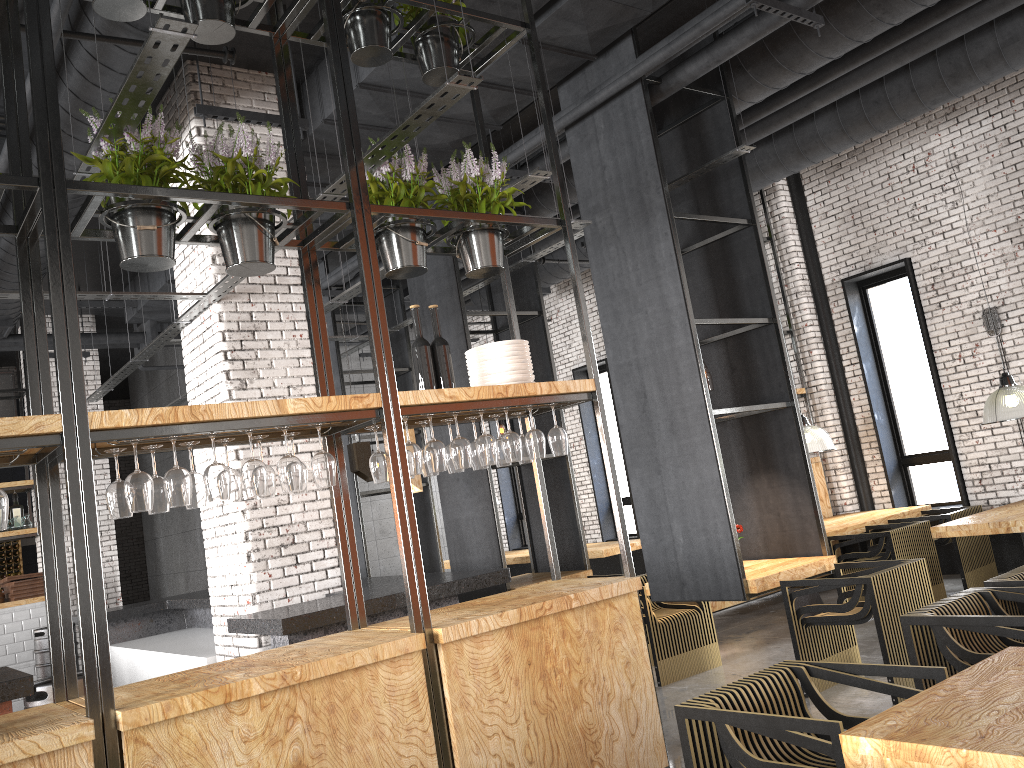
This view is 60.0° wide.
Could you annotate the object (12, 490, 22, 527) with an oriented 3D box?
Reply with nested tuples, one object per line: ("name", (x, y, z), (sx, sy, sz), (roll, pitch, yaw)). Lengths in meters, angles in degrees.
("object", (-6.284, 1.594, 11.239), (0.141, 0.552, 0.096), (-4, -10, -33))

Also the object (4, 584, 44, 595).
("object", (-5.865, 2.478, 10.710), (0.405, 0.044, 0.634), (-3, -10, -41))

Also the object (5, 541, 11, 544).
("object", (-7.717, 2.399, 13.574), (0.079, 0.079, 0.282), (-3, -10, -37))

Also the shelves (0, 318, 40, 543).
("shelves", (-8.536, 0.588, 9.777), (5.680, 3.075, 0.595), (-4, -10, -37))

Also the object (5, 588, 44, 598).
("object", (-5.858, 2.521, 10.703), (0.405, 0.044, 0.633), (-4, -9, -35))

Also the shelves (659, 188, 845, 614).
("shelves", (2.186, -0.116, 9.697), (2.334, 5.034, 0.687), (-3, -11, -37))

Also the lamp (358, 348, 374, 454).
("lamp", (-1.744, 0.318, 10.666), (0.108, 1.603, 0.108), (-9, -9, -6))

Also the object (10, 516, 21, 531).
("object", (-6.195, 1.743, 11.054), (0.118, 0.181, 0.118), (-15, -10, 35))

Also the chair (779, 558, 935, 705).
("chair", (2.208, 1.532, 5.559), (0.657, 0.732, 0.636), (-3, -10, -39))

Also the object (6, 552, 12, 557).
("object", (-7.674, 2.602, 13.531), (0.079, 0.079, 0.282), (-3, -10, -37))

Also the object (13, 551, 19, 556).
("object", (-7.611, 2.601, 13.604), (0.079, 0.079, 0.282), (-3, -10, -37))

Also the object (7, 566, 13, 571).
("object", (-7.648, 2.810, 13.511), (0.079, 0.079, 0.282), (-3, -10, -37))

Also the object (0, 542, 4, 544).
("object", (-7.794, 2.405, 13.520), (0.079, 0.079, 0.282), (-3, -10, -37))

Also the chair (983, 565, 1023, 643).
("chair", (2.850, 1.260, 4.312), (0.657, 0.732, 0.636), (-3, -10, -38))

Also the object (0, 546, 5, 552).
("object", (-7.766, 2.504, 13.489), (0.079, 0.079, 0.282), (-3, -10, -37))

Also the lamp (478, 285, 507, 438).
("lamp", (-0.207, -0.209, 8.628), (0.108, 1.603, 0.108), (-11, -9, 9))

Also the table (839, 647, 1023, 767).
("table", (1.610, 1.169, 2.189), (0.997, 0.765, 0.997), (-3, -10, -37))

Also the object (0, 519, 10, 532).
("object", (-6.280, 1.746, 10.966), (0.118, 0.181, 0.118), (-14, -9, 28))

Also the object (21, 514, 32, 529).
("object", (-6.067, 1.726, 11.088), (0.118, 0.181, 0.118), (-7, -8, -14))

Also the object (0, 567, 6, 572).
("object", (-7.714, 2.812, 13.442), (0.079, 0.079, 0.282), (-3, -10, -37))

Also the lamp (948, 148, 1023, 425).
("lamp", (3.992, -0.881, 7.538), (0.536, 2.413, 0.535), (-9, -8, -2))

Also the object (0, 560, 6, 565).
("object", (-7.718, 2.705, 13.439), (0.079, 0.079, 0.282), (-3, -10, -37))

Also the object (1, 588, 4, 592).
("object", (-7.671, 3.124, 13.407), (0.079, 0.080, 0.280), (-3, -10, -38))

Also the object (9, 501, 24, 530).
("object", (-6.274, 1.670, 11.232), (0.157, 0.407, 0.105), (-4, -10, -33))

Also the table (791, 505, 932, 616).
("table", (3.248, 1.774, 8.834), (2.117, 0.765, 0.997), (-4, -10, -37))

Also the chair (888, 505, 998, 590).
("chair", (4.145, 1.603, 8.545), (0.657, 0.732, 0.636), (-3, -10, -39))

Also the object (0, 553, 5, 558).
("object", (-7.737, 2.603, 13.458), (0.079, 0.079, 0.282), (-3, -10, -37))

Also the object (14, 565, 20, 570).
("object", (-7.553, 2.798, 13.542), (0.079, 0.079, 0.282), (-3, -10, -37))

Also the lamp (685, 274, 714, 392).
("lamp", (1.301, -0.726, 6.627), (0.108, 1.603, 0.108), (-13, -9, 24))

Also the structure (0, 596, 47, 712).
("structure", (-7.977, 3.449, 9.309), (5.803, 1.350, 1.506), (-4, -10, -37))

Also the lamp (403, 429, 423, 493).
("lamp", (-0.818, -0.010, 6.158), (0.127, 1.551, 0.127), (-3, -11, -37))

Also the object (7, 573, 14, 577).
("object", (-7.608, 2.905, 13.465), (0.079, 0.080, 0.280), (-3, -10, -38))

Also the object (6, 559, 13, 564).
("object", (-7.666, 2.708, 13.527), (0.079, 0.079, 0.282), (-3, -10, -37))

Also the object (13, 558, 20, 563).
("object", (-7.582, 2.699, 13.572), (0.079, 0.079, 0.282), (-3, -10, -37))

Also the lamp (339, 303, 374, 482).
("lamp", (-1.213, 0.047, 6.677), (0.127, 1.399, 0.127), (-3, -11, -37))

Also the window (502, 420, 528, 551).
("window", (0.154, 1.513, 15.337), (0.365, 2.707, 0.746), (-3, -11, -37))

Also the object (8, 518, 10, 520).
("object", (-7.754, 2.085, 13.602), (0.079, 0.079, 0.282), (-3, -10, -37))

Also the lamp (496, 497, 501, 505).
("lamp", (-0.631, 0.680, 13.487), (0.536, 2.413, 0.535), (-10, -9, 4))

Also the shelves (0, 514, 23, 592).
("shelves", (-7.878, 2.980, 13.355), (0.890, 2.155, 0.250), (-3, -11, -37))

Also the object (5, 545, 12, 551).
("object", (-7.700, 2.502, 13.559), (0.079, 0.079, 0.282), (-3, -10, -37))

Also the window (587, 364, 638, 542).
("window", (1.574, 1.027, 13.454), (0.365, 2.707, 0.746), (-3, -11, -37))

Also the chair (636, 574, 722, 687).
("chair", (1.122, 1.898, 6.950), (0.657, 0.732, 0.636), (-4, -10, -35))

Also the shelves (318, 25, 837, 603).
("shelves", (-0.235, -0.169, 8.631), (1.003, 4.379, 6.126), (-3, -10, -37))

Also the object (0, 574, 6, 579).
("object", (-7.696, 2.915, 13.426), (0.079, 0.080, 0.280), (-3, -10, -38))

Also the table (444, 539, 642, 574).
("table", (0.311, 2.732, 12.360), (1.001, 0.765, 4.121), (-3, -10, -38))

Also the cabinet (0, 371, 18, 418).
("cabinet", (-9.841, 0.885, 11.634), (5.866, 1.774, 0.680), (-4, -10, -37))

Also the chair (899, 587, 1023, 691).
("chair", (2.213, 1.299, 3.805), (0.657, 0.732, 0.636), (-3, -10, -37))

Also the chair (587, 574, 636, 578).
("chair", (0.667, 2.054, 7.553), (0.657, 0.732, 0.636), (-4, -10, -36))

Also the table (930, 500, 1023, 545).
("table", (4.489, 1.349, 7.187), (2.117, 0.765, 0.997), (-4, -10, -37))

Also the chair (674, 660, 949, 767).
("chair", (1.060, 1.377, 2.937), (0.657, 0.732, 0.636), (-3, -10, -38))

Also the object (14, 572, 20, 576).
("object", (-7.547, 2.905, 13.540), (0.079, 0.080, 0.280), (-3, -10, -38))

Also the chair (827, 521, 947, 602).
("chair", (3.331, 1.654, 7.896), (0.657, 0.732, 0.636), (-3, -10, -37))

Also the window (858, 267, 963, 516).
("window", (4.383, 0.063, 9.728), (0.365, 2.707, 0.746), (-3, -11, -37))

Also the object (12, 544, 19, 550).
("object", (-7.616, 2.494, 13.604), (0.079, 0.079, 0.282), (-3, -10, -37))

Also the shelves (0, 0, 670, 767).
("shelves", (-1.243, -0.339, 3.675), (3.661, 5.034, 0.687), (-3, -11, -37))

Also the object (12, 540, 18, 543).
("object", (-7.628, 2.389, 13.612), (0.079, 0.079, 0.282), (-3, -10, -37))

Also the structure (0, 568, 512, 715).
("structure", (-3.361, 2.216, 6.606), (4.312, 1.538, 5.856), (-4, -10, -38))

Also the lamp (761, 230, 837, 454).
("lamp", (2.802, -0.473, 9.118), (0.536, 2.413, 0.535), (-9, -8, -2))
